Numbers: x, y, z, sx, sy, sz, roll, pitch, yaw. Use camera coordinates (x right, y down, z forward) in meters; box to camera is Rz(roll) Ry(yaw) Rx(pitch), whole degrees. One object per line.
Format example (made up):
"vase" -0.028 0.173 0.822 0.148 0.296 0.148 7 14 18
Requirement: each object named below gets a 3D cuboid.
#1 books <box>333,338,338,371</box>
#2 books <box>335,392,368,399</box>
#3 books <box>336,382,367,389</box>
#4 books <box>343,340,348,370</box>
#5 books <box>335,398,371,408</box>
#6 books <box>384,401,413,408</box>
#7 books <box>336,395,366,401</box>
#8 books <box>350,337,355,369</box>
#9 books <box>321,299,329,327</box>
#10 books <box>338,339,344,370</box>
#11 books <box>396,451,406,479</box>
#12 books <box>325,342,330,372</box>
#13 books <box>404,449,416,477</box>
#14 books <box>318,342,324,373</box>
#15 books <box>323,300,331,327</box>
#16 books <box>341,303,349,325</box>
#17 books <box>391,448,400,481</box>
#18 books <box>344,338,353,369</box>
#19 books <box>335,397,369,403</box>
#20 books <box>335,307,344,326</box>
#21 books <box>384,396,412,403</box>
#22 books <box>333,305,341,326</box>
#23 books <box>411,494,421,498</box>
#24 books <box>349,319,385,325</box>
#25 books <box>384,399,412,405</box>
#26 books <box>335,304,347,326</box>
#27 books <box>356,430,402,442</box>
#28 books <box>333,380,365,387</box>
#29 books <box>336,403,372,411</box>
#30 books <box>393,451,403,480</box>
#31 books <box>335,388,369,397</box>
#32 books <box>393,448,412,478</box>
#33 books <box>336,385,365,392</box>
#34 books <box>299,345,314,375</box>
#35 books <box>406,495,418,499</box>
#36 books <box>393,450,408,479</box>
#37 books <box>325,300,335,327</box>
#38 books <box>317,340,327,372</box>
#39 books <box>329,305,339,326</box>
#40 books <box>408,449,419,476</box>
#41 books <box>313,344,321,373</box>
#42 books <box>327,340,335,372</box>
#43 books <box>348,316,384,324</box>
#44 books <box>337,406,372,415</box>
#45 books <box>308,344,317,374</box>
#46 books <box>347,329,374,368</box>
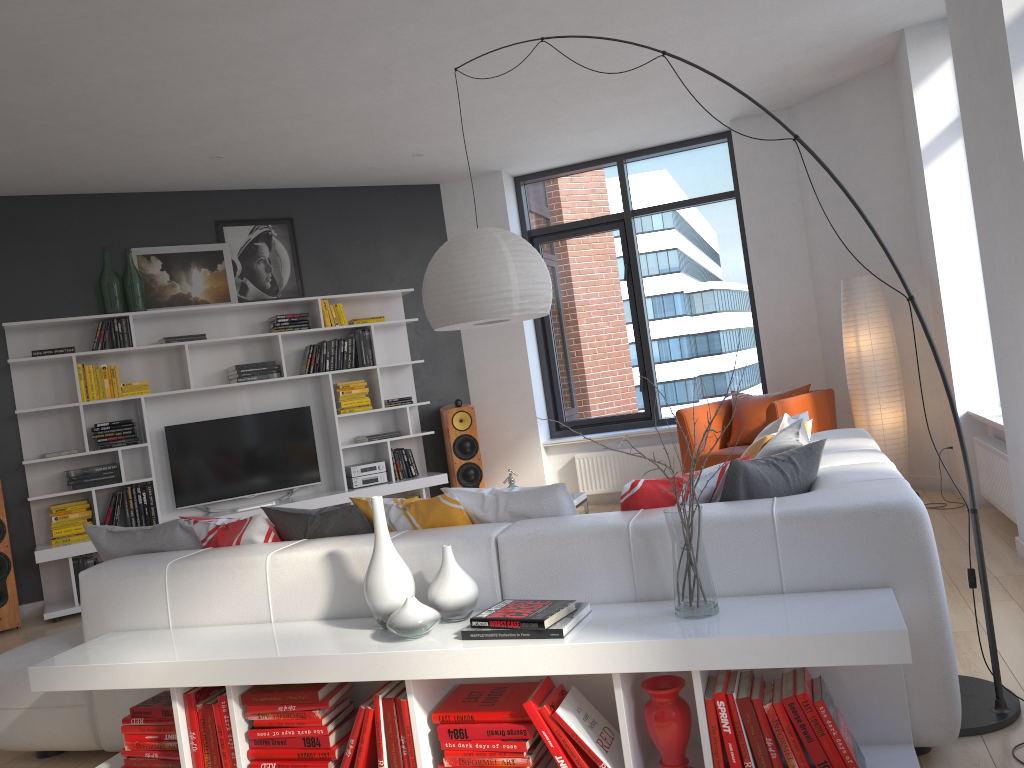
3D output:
"books" -1.449 -0.229 7.182 0.066 0.260 0.197 -8 0 -27
"books" -1.319 0.094 7.268 0.239 0.019 0.171 -8 0 -27
"books" -1.318 0.016 7.270 0.223 0.023 0.163 -8 0 -23
"books" -1.379 -0.232 7.201 0.071 0.243 0.179 -8 0 -28
"books" -1.305 0.159 7.258 0.243 0.042 0.189 -8 0 -27
"books" -0.947 0.169 7.377 0.213 0.023 0.161 -8 0 -24
"books" -1.319 0.114 7.247 0.217 0.023 0.145 -8 0 -23
"books" -1.322 -0.248 7.245 0.066 0.260 0.197 -8 0 -27
"books" -1.525 -0.557 7.113 0.041 0.229 0.161 -8 0 -28
"books" -1.409 -0.233 7.201 0.075 0.254 0.192 -8 0 -28
"books" -0.950 0.673 7.360 0.049 0.236 0.170 -8 0 -27
"books" -1.508 -0.211 7.145 0.068 0.243 0.179 -8 0 -28
"books" -0.877 0.659 7.393 0.066 0.242 0.177 -8 0 -27
"books" -1.543 -0.205 7.105 0.069 0.242 0.172 -8 0 -26
"books" -1.514 -0.557 7.140 0.041 0.224 0.163 -8 0 -29
"books" -1.378 -0.556 7.199 0.044 0.184 0.142 -8 0 -26
"books" -1.006 0.664 7.344 0.053 0.268 0.202 -8 0 -27
"books" -1.351 -0.239 7.229 0.084 0.249 0.191 -8 0 -27
"books" -1.318 0.132 7.269 0.251 0.014 0.189 -8 0 -24
"books" -1.407 -0.539 7.157 0.046 0.161 0.108 -8 0 -28
"books" -0.960 0.132 7.393 0.213 0.023 0.161 -8 0 -24
"books" -1.429 -0.545 7.159 0.044 0.178 0.128 -8 0 -27
"books" -0.788 1.055 7.356 0.025 0.270 0.213 -8 0 -27
"books" -1.196 -0.503 7.325 0.257 0.028 0.194 -8 0 -22
"books" -0.952 0.151 7.379 0.198 0.015 0.142 -8 0 -29
"books" -1.394 -0.553 7.181 0.064 0.184 0.141 -8 0 -26
"books" -1.103 0.433 7.332 0.310 0.047 0.250 -8 0 -32
"books" -1.340 -0.005 7.286 0.223 0.023 0.163 -8 0 -23
"books" -1.299 0.192 7.254 0.257 0.024 0.203 -8 0 -24
"books" -0.974 0.675 7.355 0.053 0.240 0.189 -8 0 -27
"books" -1.313 0.067 7.271 0.239 0.033 0.176 -8 0 -24
"books" -0.908 0.657 7.386 0.066 0.255 0.193 -8 0 -28
"books" -1.323 0.040 7.270 0.227 0.022 0.160 -8 0 -12
"books" -1.640 -0.189 7.078 0.104 0.234 0.182 -8 0 -27
"books" -0.808 1.058 7.336 0.029 0.270 0.204 -8 0 -27
"books" -0.927 0.666 7.363 0.050 0.242 0.169 -8 0 -28
"books" -1.491 -0.560 7.162 0.054 0.224 0.164 -8 0 -28
"books" -1.536 -0.214 7.138 0.075 0.254 0.192 -8 0 -28
"books" -1.450 -0.543 7.157 0.054 0.180 0.132 -8 0 -27
"books" -0.861 0.660 7.437 0.077 0.233 0.179 -8 0 -27
"books" -1.579 -0.197 7.100 0.081 0.233 0.169 -8 0 -28
"books" -1.478 -0.220 7.166 0.084 0.249 0.191 -8 0 -27
"books" -1.207 -0.528 7.330 0.257 0.024 0.203 -8 0 -24
"books" -1.289 0.216 7.248 0.257 0.028 0.194 -8 0 -22
"books" -1.612 -0.192 7.098 0.096 0.234 0.187 -8 0 -27
"books" -1.253 -0.284 7.314 0.128 0.321 0.259 -8 0 -27
